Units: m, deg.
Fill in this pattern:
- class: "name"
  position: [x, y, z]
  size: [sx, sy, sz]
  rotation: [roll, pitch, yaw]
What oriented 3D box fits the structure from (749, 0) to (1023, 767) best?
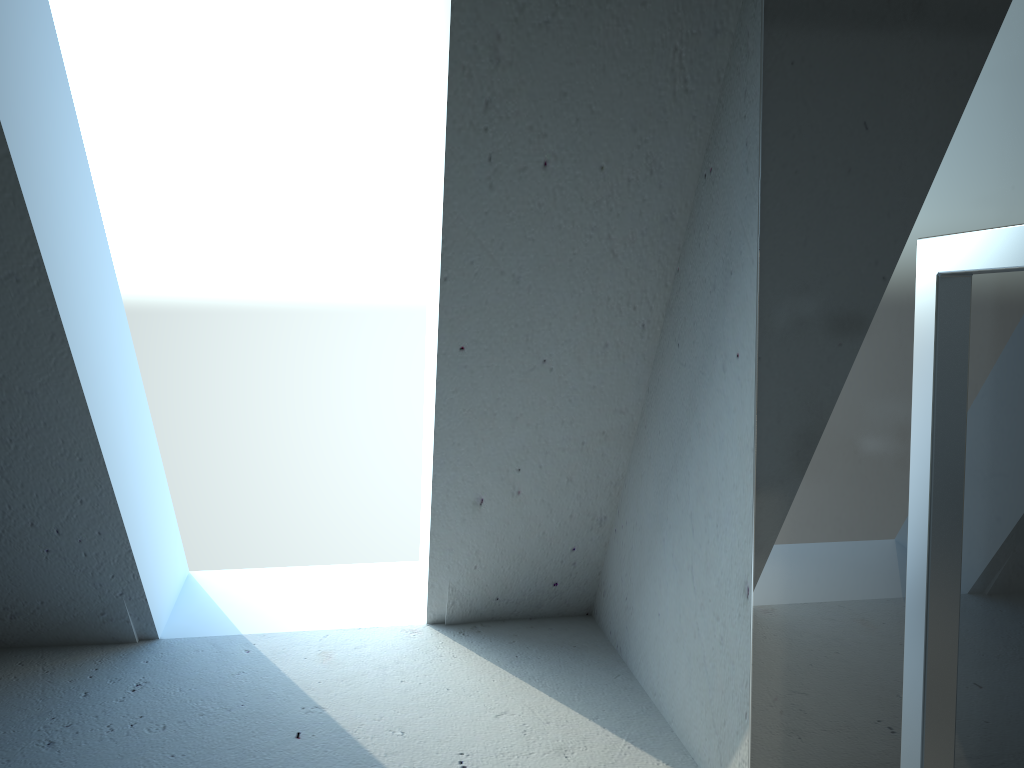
- class: "structure"
  position: [0.914, -0.294, 0.453]
  size: [1.184, 2.114, 1.835]
  rotation: [-1, 5, -9]
